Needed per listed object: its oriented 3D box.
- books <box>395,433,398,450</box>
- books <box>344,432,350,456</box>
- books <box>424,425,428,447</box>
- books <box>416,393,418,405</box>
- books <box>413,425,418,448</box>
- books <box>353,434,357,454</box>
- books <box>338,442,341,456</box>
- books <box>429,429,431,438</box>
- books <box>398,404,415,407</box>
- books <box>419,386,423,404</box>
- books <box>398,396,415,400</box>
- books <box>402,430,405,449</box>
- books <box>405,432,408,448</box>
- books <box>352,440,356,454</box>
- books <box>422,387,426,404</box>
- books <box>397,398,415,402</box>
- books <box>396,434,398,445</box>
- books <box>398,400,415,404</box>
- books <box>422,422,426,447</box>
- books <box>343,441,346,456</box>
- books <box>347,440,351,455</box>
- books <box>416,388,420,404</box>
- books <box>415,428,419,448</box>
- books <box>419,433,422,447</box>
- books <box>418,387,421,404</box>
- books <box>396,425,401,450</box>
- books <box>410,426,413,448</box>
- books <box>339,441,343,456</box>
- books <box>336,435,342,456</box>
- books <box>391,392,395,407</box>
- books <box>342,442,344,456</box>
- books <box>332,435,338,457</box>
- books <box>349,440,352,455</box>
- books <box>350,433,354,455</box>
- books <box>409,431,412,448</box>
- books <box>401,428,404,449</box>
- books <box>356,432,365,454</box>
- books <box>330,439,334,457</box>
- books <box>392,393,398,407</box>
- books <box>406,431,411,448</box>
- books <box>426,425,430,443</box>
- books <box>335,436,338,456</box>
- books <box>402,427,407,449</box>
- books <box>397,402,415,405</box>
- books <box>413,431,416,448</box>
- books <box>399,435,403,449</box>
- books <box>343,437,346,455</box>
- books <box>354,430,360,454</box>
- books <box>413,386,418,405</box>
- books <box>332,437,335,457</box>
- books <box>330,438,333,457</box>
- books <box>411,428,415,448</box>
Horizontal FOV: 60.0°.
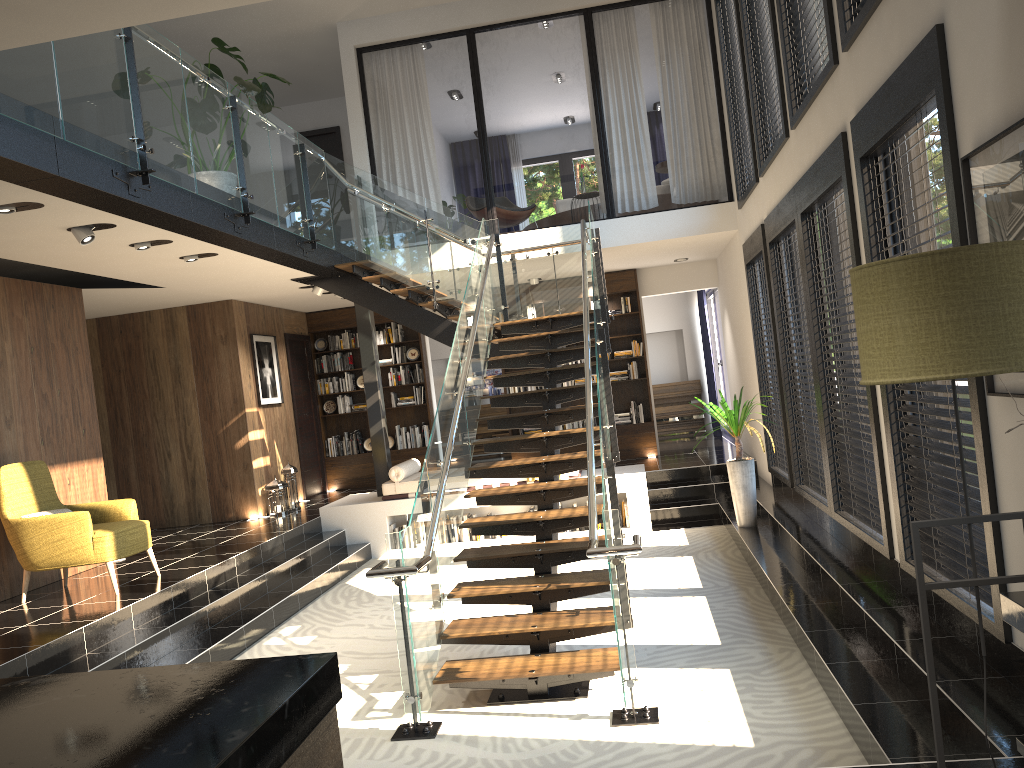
[{"bbox_3d":[-1.709,0.853,13.243,0.023,0.244,0.135,-7,1,8],"label":"books"},{"bbox_3d":[-2.464,0.894,13.306,0.016,0.341,0.217,-7,0,8],"label":"books"},{"bbox_3d":[-1.260,0.764,13.157,0.035,0.315,0.168,-7,1,8],"label":"books"},{"bbox_3d":[-1.394,0.191,13.189,0.024,0.226,0.141,-7,0,8],"label":"books"},{"bbox_3d":[-1.412,0.774,13.170,0.016,0.332,0.195,-7,0,8],"label":"books"},{"bbox_3d":[-2.321,0.896,13.305,0.027,0.304,0.204,-7,0,8],"label":"books"},{"bbox_3d":[-2.565,0.971,13.382,0.035,0.212,0.159,-7,0,8],"label":"books"},{"bbox_3d":[-1.196,0.791,13.153,0.029,0.247,0.139,-7,1,8],"label":"books"},{"bbox_3d":[-1.556,0.313,13.207,0.245,0.021,0.159,-7,0,10],"label":"books"},{"bbox_3d":[-1.332,0.162,13.141,0.013,0.267,0.177,-7,0,8],"label":"books"},{"bbox_3d":[-1.567,0.211,13.218,0.239,0.031,0.146,-7,0,8],"label":"books"},{"bbox_3d":[-1.599,0.818,13.222,0.019,0.289,0.145,-7,1,8],"label":"books"},{"bbox_3d":[-1.551,0.832,13.220,0.034,0.250,0.114,-7,1,8],"label":"books"},{"bbox_3d":[-2.342,0.947,13.329,0.033,0.208,0.192,-7,0,8],"label":"books"},{"bbox_3d":[-1.302,0.166,13.132,0.047,0.253,0.210,-7,0,8],"label":"books"},{"bbox_3d":[-1.565,0.236,13.210,0.266,0.019,0.157,-7,0,9],"label":"books"},{"bbox_3d":[-1.689,0.834,13.232,0.024,0.278,0.135,-7,1,8],"label":"books"},{"bbox_3d":[-1.563,0.260,13.204,0.263,0.030,0.159,-7,0,5],"label":"books"},{"bbox_3d":[-1.312,0.751,13.159,0.065,0.354,0.164,-7,1,8],"label":"books"},{"bbox_3d":[-2.491,0.957,13.340,0.026,0.222,0.209,-7,0,8],"label":"books"},{"bbox_3d":[-2.427,0.949,13.341,0.034,0.223,0.208,-7,0,8],"label":"books"},{"bbox_3d":[-1.381,0.179,13.153,0.014,0.247,0.192,-7,0,8],"label":"books"},{"bbox_3d":[-1.393,0.791,13.167,0.018,0.292,0.191,-7,0,8],"label":"books"},{"bbox_3d":[-1.347,0.835,13.193,0.032,0.195,0.134,-7,0,8],"label":"books"},{"bbox_3d":[-1.350,0.170,13.191,0.038,0.257,0.138,-7,1,8],"label":"books"},{"bbox_3d":[-1.679,0.792,13.186,0.017,0.359,0.189,-7,1,8],"label":"books"},{"bbox_3d":[-1.476,0.786,13.178,0.012,0.322,0.177,-7,1,8],"label":"books"},{"bbox_3d":[-2.544,0.966,13.331,0.021,0.217,0.220,-7,0,8],"label":"books"},{"bbox_3d":[-2.600,0.929,13.364,0.020,0.304,0.189,-7,0,8],"label":"books"},{"bbox_3d":[-1.764,0.236,13.238,0.028,0.224,0.161,-7,0,8],"label":"books"},{"bbox_3d":[-2.515,0.968,13.354,0.029,0.207,0.166,-7,0,8],"label":"books"},{"bbox_3d":[-2.639,0.933,13.342,0.015,0.306,0.222,-7,0,8],"label":"books"},{"bbox_3d":[-2.393,0.946,13.336,0.036,0.222,0.173,-7,0,8],"label":"books"},{"bbox_3d":[-2.376,0.893,13.312,0.016,0.322,0.218,-7,0,8],"label":"books"},{"bbox_3d":[-1.487,0.819,13.205,0.025,0.260,0.114,-7,1,8],"label":"books"},{"bbox_3d":[-1.619,0.806,13.223,0.019,0.317,0.122,-7,1,8],"label":"books"},{"bbox_3d":[-2.269,0.884,13.297,0.042,0.315,0.193,-7,0,8],"label":"books"},{"bbox_3d":[-2.671,0.955,13.348,0.022,0.269,0.216,-7,0,8],"label":"books"},{"bbox_3d":[-1.735,0.241,13.206,0.036,0.206,0.215,-7,0,8],"label":"books"},{"bbox_3d":[-1.520,0.825,13.196,0.037,0.256,0.145,-7,1,8],"label":"books"},{"bbox_3d":[-1.229,0.765,13.146,0.029,0.306,0.149,-7,1,8],"label":"books"},{"bbox_3d":[-2.618,0.932,13.372,0.018,0.302,0.195,-7,0,8],"label":"books"},{"bbox_3d":[-1.584,0.800,13.203,0.019,0.321,0.161,-7,1,8],"label":"books"},{"bbox_3d":[-1.560,0.289,13.196,0.271,0.028,0.174,-7,0,3],"label":"books"},{"bbox_3d":[-1.424,0.816,13.191,0.022,0.250,0.144,-7,1,8],"label":"books"},{"bbox_3d":[-1.639,0.860,13.228,0.034,0.215,0.104,-7,1,8],"label":"books"},{"bbox_3d":[-2.474,0.925,13.325,0.017,0.282,0.232,-7,0,8],"label":"books"},{"bbox_3d":[-2.305,0.868,13.278,0.019,0.356,0.235,-7,0,8],"label":"books"},{"bbox_3d":[-1.419,0.167,13.168,0.014,0.279,0.202,-7,0,8],"label":"books"},{"bbox_3d":[-2.653,0.936,13.350,0.016,0.304,0.217,-7,0,8],"label":"books"},{"bbox_3d":[-2.693,0.951,13.382,0.030,0.282,0.170,-7,0,8],"label":"books"},{"bbox_3d":[-1.453,0.802,13.180,0.029,0.286,0.137,-7,1,8],"label":"books"}]
